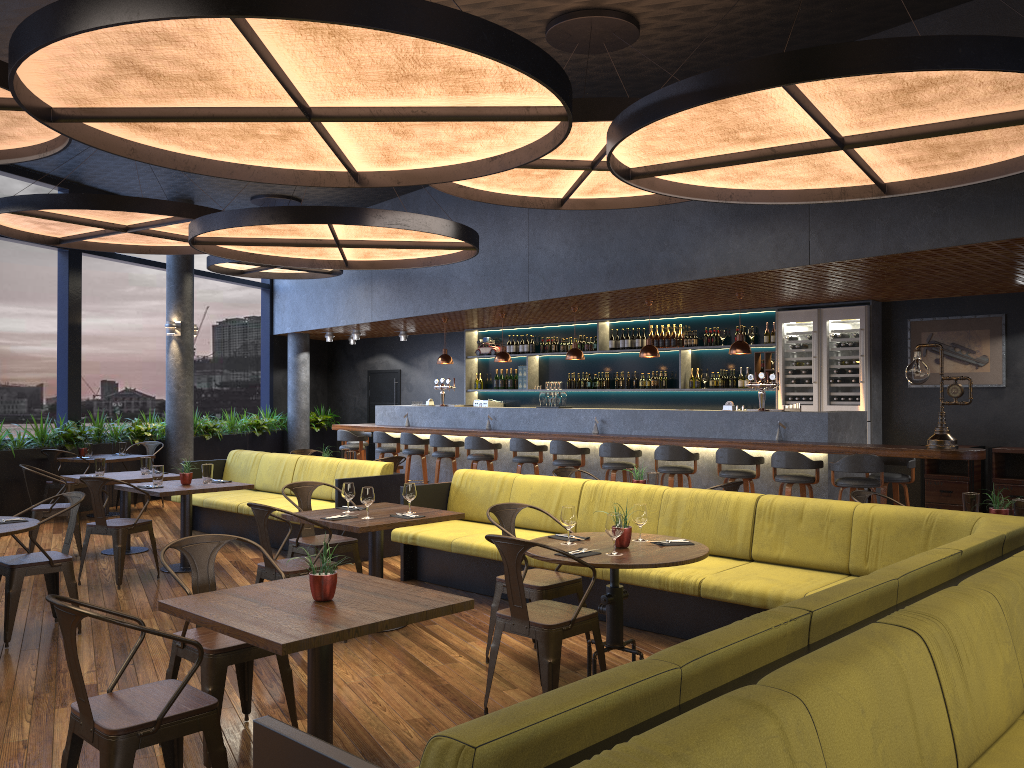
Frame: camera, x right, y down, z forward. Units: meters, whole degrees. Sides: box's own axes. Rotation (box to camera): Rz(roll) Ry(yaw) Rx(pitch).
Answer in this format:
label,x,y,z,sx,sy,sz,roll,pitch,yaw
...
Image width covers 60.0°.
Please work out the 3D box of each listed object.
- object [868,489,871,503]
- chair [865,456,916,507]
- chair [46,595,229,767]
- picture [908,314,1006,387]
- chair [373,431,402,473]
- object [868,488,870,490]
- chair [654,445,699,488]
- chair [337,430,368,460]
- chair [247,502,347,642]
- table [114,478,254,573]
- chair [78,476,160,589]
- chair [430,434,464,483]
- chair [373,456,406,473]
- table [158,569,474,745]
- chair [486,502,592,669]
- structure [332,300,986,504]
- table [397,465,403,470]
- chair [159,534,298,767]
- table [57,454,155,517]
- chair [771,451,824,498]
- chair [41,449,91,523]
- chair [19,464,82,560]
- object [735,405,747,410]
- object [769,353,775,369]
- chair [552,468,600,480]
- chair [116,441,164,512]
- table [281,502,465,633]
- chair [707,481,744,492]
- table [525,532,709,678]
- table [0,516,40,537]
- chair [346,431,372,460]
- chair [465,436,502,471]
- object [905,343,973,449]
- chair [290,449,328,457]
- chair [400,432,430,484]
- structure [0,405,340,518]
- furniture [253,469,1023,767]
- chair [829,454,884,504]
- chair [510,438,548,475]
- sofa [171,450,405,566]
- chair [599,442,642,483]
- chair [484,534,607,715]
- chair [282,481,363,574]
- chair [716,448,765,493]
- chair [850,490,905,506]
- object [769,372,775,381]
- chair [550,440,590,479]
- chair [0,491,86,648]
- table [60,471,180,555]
label,x,y,z,sx,sy,sz,roll,pitch,yaw
object,4.141,1.379,10.808,0.277,0.206,0.416,1,-1,-44
chair,3.663,1.160,8.631,0.483,1.048,0.438,0,-1,15
chair,-1.316,1.166,3.090,0.504,0.917,0.541,-1,-1,44
picture,5.063,-0.367,10.136,1.039,0.809,0.028,-1,-1,43
chair,-1.778,1.206,12.888,0.483,1.048,0.438,0,-1,15
object,4.328,1.359,10.756,0.056,0.205,0.057,0,-1,19
chair,1.755,1.170,9.563,0.438,1.048,0.483,0,-1,-32
chair,-2.405,1.212,13.422,0.483,1.048,0.438,0,-1,15
chair,-1.396,1.193,5.641,0.504,0.917,0.541,-1,-1,44
table,-2.984,1.298,8.078,0.906,0.763,0.887,-1,-1,43
chair,-3.329,1.213,7.463,0.504,0.917,0.541,0,-1,21
chair,-0.892,1.196,11.961,0.438,1.048,0.483,0,-1,-18
chair,-1.444,1.237,9.711,0.541,0.917,0.504,-1,-1,44
table,-0.786,1.250,3.566,0.906,0.763,0.887,-1,-1,43
chair,0.133,1.189,5.271,0.541,0.917,0.504,-1,-1,44
structure,1.478,0.368,11.693,9.298,2.700,2.700,-1,-1,43
table,-1.881,1.321,10.178,0.887,0.763,0.906,-1,-1,43
chair,-1.307,1.176,4.041,0.541,0.917,0.504,-1,-1,44
table,-5.356,1.337,11.626,0.887,0.763,0.906,0,-1,18
chair,2.728,1.159,8.556,0.438,1.048,0.483,0,-1,-18
chair,-5.515,1.251,10.983,0.504,0.917,0.541,0,-1,18
chair,-4.444,1.225,8.552,0.541,0.917,0.504,0,-1,-28
object,3.063,0.529,11.877,0.310,0.492,0.204,-1,-1,43
object,3.392,-0.292,11.520,0.097,0.206,0.097,0,-1,-6
chair,0.638,1.217,7.862,0.541,0.917,0.504,-1,-1,44
chair,-5.113,1.264,12.251,0.504,0.917,0.541,0,-1,9
table,-0.959,1.278,6.139,0.887,0.763,0.906,-1,-1,43
chair,1.542,1.208,7.006,0.541,0.917,0.504,-1,-1,44
table,0.558,1.263,4.824,1.007,0.760,1.007,0,-1,-9
table,-3.501,1.271,5.505,1.007,0.760,1.007,0,-1,31
chair,-2.514,1.222,14.404,0.483,1.048,0.438,0,-1,-18
chair,-0.393,1.190,11.431,0.438,1.048,0.483,0,-1,-27
object,3.824,0.104,7.951,0.566,0.944,0.263,0,-1,36
chair,-2.361,1.246,10.580,0.541,0.917,0.504,-1,-1,44
chair,-1.336,1.201,12.487,0.483,1.048,0.438,0,-1,15
structure,-6.168,1.006,11.084,0.808,1.413,17.112,0,-1,18
furniture,0.939,1.179,3.945,7.462,0.914,4.895,0,-1,39
chair,3.163,1.155,8.159,0.483,1.048,0.438,0,-1,35
chair,0.209,1.186,11.020,0.483,1.048,0.438,0,-1,15
sofa,-2.504,1.238,9.487,3.061,0.914,0.966,-1,-1,43
chair,1.228,1.175,10.033,0.483,1.048,0.438,0,-1,4
chair,0.150,1.180,4.389,0.504,0.917,0.541,-1,-1,44
chair,-1.430,1.204,6.622,0.541,0.917,0.504,-1,-1,44
chair,2.323,1.164,9.032,0.483,1.048,0.438,0,-1,15
chair,2.586,1.197,5.995,0.541,0.917,0.504,-1,-1,44
object,3.392,-0.058,11.518,0.097,0.206,0.097,0,-1,-6
chair,0.667,1.180,10.510,0.438,1.048,0.483,0,-1,-18
chair,-3.140,1.196,5.892,0.504,0.917,0.541,-1,-1,44
table,-3.926,1.308,8.969,0.887,0.763,0.906,-1,-1,43
